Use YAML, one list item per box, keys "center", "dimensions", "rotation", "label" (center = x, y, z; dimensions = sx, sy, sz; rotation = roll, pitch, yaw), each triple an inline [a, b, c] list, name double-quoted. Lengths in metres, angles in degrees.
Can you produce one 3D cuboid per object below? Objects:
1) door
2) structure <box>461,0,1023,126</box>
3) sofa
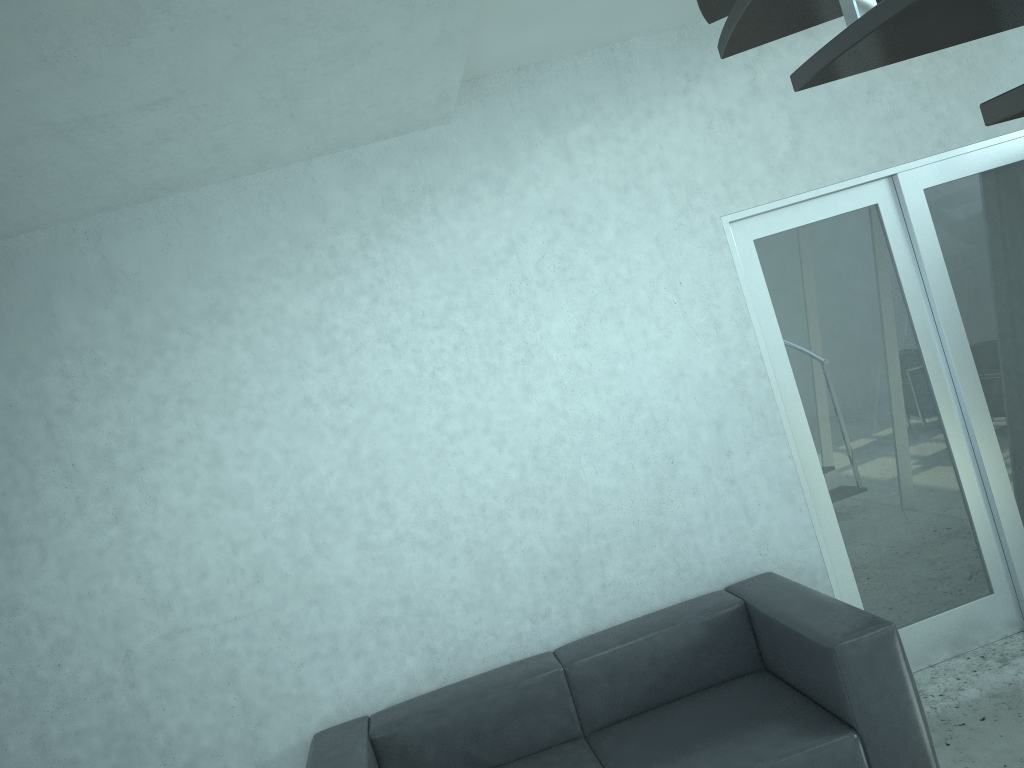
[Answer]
- center: [2.306, -0.388, 4.446]
  dimensions: [1.162, 3.200, 2.576]
  rotation: [-16, 1, 39]
  label: "door"
- center: [1.491, -0.806, 1.927]
  dimensions: [2.655, 4.156, 3.780]
  rotation: [-17, 1, -8]
  label: "structure"
- center: [0.313, 1.345, 3.114]
  dimensions: [2.025, 0.652, 0.943]
  rotation: [-17, 1, -8]
  label: "sofa"
